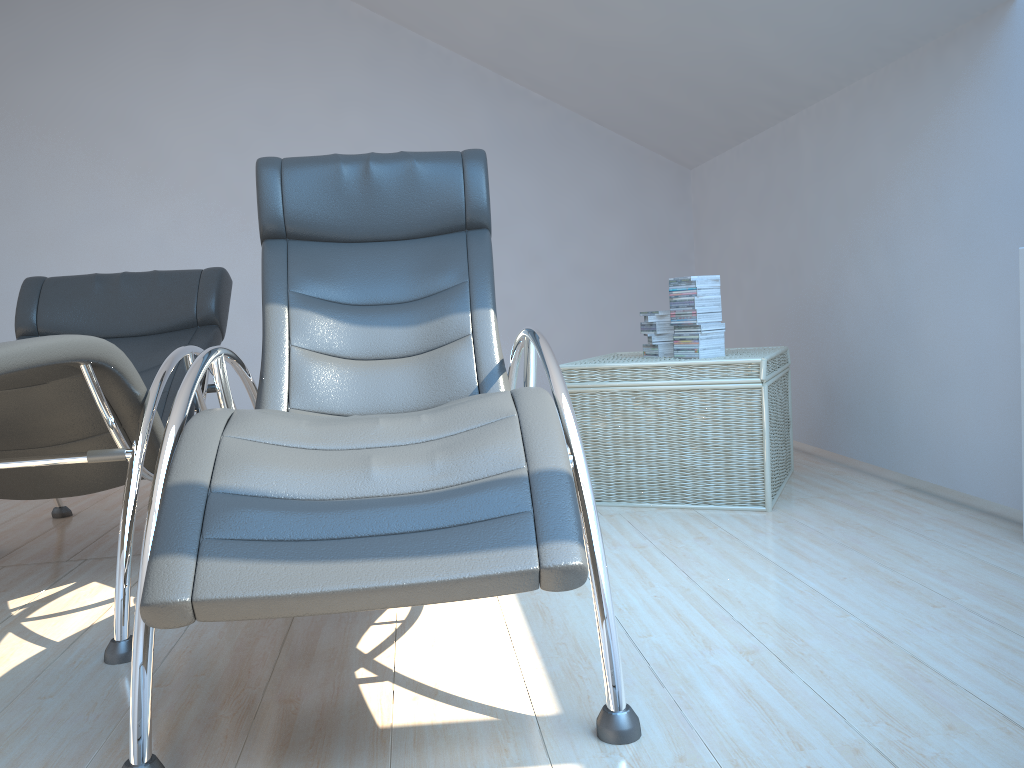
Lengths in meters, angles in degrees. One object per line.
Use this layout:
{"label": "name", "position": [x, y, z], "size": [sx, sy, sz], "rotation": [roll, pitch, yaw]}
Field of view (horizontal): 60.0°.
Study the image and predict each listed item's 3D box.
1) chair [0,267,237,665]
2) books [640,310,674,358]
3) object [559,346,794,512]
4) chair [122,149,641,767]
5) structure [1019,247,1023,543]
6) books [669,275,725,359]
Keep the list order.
{"label": "chair", "position": [-1.345, 0.105, 2.572], "size": [0.836, 0.953, 2.114], "rotation": [-4, 4, -6]}
{"label": "books", "position": [0.587, -0.190, 3.417], "size": [0.162, 0.184, 0.165], "rotation": [-4, 4, -8]}
{"label": "object", "position": [0.651, 0.144, 3.402], "size": [0.745, 0.518, 0.744], "rotation": [-1, 5, 24]}
{"label": "chair", "position": [-0.329, -0.073, 2.162], "size": [0.836, 1.251, 1.938], "rotation": [-4, 4, -6]}
{"label": "structure", "position": [1.503, 0.079, 1.737], "size": [0.120, 0.800, 1.324], "rotation": [-4, 4, -6]}
{"label": "books", "position": [0.668, -0.239, 3.218], "size": [0.149, 0.300, 0.149], "rotation": [-7, 5, -35]}
